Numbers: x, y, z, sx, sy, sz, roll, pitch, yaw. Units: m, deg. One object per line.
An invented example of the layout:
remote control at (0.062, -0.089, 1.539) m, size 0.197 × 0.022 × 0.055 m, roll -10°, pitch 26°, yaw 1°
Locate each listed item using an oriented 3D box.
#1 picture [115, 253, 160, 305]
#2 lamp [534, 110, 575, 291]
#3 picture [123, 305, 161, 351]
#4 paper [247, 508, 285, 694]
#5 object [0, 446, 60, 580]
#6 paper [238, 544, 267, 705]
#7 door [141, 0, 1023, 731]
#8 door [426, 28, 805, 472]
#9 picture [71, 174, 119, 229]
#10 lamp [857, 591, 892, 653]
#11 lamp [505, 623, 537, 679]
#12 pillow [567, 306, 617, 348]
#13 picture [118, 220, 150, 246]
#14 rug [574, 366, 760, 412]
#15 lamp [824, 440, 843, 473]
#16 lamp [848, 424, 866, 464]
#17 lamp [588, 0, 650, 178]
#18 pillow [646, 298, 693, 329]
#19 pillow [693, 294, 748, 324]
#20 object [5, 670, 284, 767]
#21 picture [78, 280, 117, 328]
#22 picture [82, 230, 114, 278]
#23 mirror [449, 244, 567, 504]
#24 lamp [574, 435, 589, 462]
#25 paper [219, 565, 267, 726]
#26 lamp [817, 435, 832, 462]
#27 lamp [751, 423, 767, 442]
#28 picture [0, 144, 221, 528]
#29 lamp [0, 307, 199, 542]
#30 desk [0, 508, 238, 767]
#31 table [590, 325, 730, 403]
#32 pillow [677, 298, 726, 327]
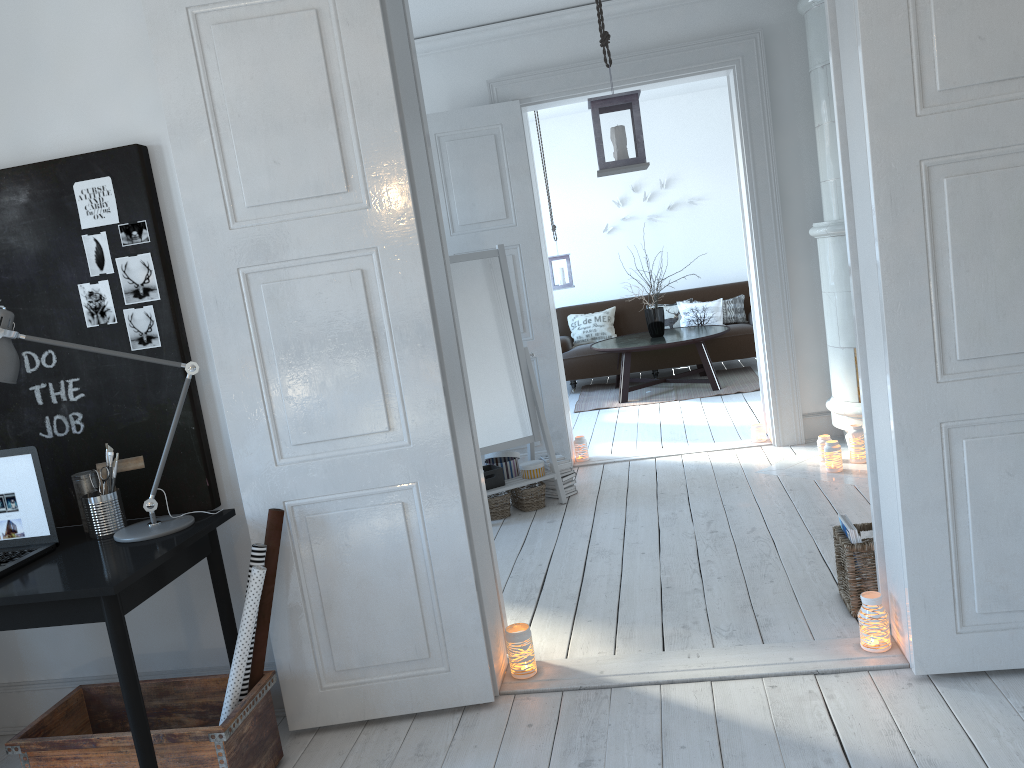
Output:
picture at (-1.172, -0.331, 2.775) m, size 0.121 × 0.153 × 0.002 m, roll -7°, pitch 9°, yaw 10°
lamp at (0.348, -1.760, 8.234) m, size 0.228 × 1.767 × 0.228 m, roll -8°, pitch 9°, yaw 7°
picture at (-1.170, -0.179, 2.802) m, size 0.103 × 0.136 × 0.001 m, roll -7°, pitch 9°, yaw 10°
paper at (-0.758, 0.764, 2.667) m, size 0.297 × 0.749 × 0.048 m, roll -15°, pitch 11°, yaw -34°
object at (-1.593, 0.384, 2.475) m, size 0.446 × 0.316 × 0.324 m, roll -7°, pitch 8°, yaw 10°
paper at (-0.789, 0.820, 2.610) m, size 0.266 × 0.671 × 0.043 m, roll -15°, pitch 11°, yaw -34°
door at (0.411, -0.298, 2.715) m, size 2.599 × 2.512 × 0.576 m, roll -7°, pitch 9°, yaw 10°
door at (0.857, -0.769, 5.651) m, size 2.599 × 2.512 × 0.576 m, roll -7°, pitch 9°, yaw 10°
picture at (-1.291, -0.568, 2.752) m, size 0.148 × 0.154 × 0.004 m, roll -7°, pitch 9°, yaw 10°
lamp at (1.148, 0.754, 2.815) m, size 0.093 × 0.180 × 0.092 m, roll -10°, pitch 9°, yaw -7°
lamp at (0.030, 0.903, 2.999) m, size 0.089 × 0.167 × 0.089 m, roll -8°, pitch 9°, yaw 2°
pillow at (0.847, -0.587, 9.255) m, size 0.519 × 0.368 × 0.238 m, roll -7°, pitch 9°, yaw 9°
picture at (-1.174, -0.470, 2.752) m, size 0.095 × 0.072 × 0.001 m, roll -7°, pitch 9°, yaw 10°
rug at (1.449, 0.018, 8.379) m, size 1.711 × 0.055 × 1.452 m, roll -7°, pitch 8°, yaw 10°
lamp at (1.759, 0.396, 4.855) m, size 0.089 × 0.166 × 0.088 m, roll -7°, pitch 9°, yaw 11°
lamp at (1.930, 0.334, 4.954) m, size 0.098 × 0.210 × 0.098 m, roll -6°, pitch 9°, yaw 14°
lamp at (0.364, -1.813, 3.829) m, size 0.228 × 1.767 × 0.228 m, roll -8°, pitch 9°, yaw 7°
pillow at (1.632, -0.671, 9.080) m, size 0.473 × 0.348 × 0.158 m, roll -8°, pitch 9°, yaw 8°
pillow at (2.120, -0.736, 9.032) m, size 0.542 × 0.288 × 0.182 m, roll -7°, pitch 9°, yaw 11°
object at (-1.046, 1.074, 2.603) m, size 0.665 × 0.283 × 0.338 m, roll -7°, pitch 8°, yaw 10°
picture at (-1.314, -0.253, 2.811) m, size 0.107 × 0.151 × 0.001 m, roll -7°, pitch 9°, yaw 10°
picture at (-1.299, -0.407, 2.782) m, size 0.083 × 0.146 × 0.002 m, roll -7°, pitch 9°, yaw 10°
mirror at (-0.131, -0.015, 4.988) m, size 0.609 × 1.492 × 0.416 m, roll -13°, pitch 10°, yaw -25°
lamp at (0.465, 0.433, 5.948) m, size 0.089 × 0.166 × 0.088 m, roll -7°, pitch 9°, yaw 9°
paper at (-0.794, 0.846, 2.555) m, size 0.283 × 0.628 × 0.041 m, roll -10°, pitch 9°, yaw -12°
lamp at (1.796, 0.369, 5.081) m, size 0.084 × 0.147 × 0.083 m, roll -6°, pitch 9°, yaw 14°
lamp at (1.597, 0.318, 5.746) m, size 0.093 × 0.110 × 0.093 m, roll -4°, pitch 9°, yaw 27°
picture at (-1.517, -0.106, 2.899) m, size 0.953 × 1.175 × 0.063 m, roll -7°, pitch 9°, yaw 10°
lamp at (-1.210, 0.107, 2.580) m, size 0.616 × 0.718 × 0.229 m, roll -12°, pitch 9°, yaw -19°
desk at (-1.430, 0.886, 2.628) m, size 1.160 × 0.761 × 0.649 m, roll -7°, pitch 8°, yaw 10°
table at (1.410, -0.198, 8.320) m, size 1.300 × 0.504 × 1.296 m, roll -9°, pitch 8°, yaw 0°
pillow at (1.905, -0.705, 8.955) m, size 0.471 × 0.310 × 0.187 m, roll -7°, pitch 9°, yaw 10°
